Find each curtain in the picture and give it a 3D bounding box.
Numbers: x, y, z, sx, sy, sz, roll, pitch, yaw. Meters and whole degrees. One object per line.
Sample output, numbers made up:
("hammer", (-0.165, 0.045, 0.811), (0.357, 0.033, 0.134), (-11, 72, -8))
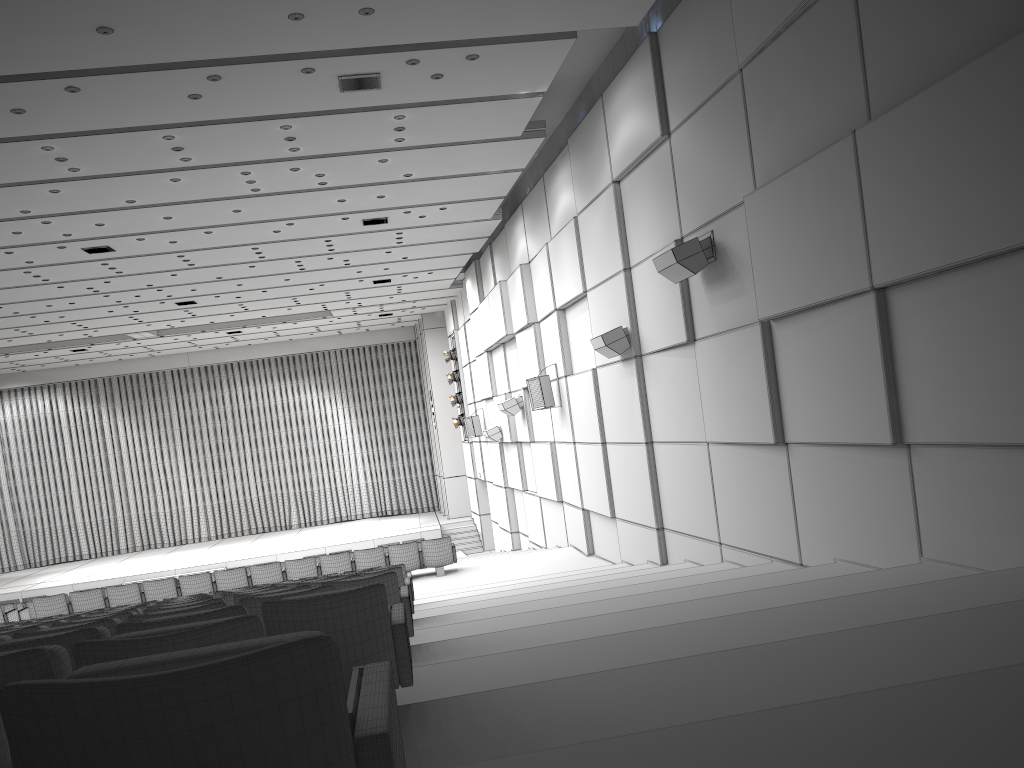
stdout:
("curtain", (-10.649, 2.300, 31.200), (16.112, 6.530, 1.429), (-7, 2, -7))

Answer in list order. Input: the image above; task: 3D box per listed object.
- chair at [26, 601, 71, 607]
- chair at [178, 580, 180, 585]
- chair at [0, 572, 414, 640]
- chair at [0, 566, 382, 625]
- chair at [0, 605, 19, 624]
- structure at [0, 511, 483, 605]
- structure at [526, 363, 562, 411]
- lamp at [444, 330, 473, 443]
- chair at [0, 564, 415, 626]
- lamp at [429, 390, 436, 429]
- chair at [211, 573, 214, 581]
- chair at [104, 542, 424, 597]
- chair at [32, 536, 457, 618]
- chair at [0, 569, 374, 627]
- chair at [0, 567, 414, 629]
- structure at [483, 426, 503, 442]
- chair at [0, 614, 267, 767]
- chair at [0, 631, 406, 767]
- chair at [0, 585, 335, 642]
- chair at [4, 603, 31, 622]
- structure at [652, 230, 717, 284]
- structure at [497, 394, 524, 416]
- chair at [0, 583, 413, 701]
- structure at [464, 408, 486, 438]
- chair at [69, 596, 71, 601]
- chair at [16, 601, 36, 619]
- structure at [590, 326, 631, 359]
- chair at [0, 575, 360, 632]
("chair", (-12.605, 5.262, 18.820), (6.043, 0.622, 0.612), (-7, 0, -7))
("chair", (-4.523, 3.843, 17.612), (6.043, 0.622, 0.612), (-7, 0, -7))
("chair", (-7.438, 2.386, 5.111), (13.734, 0.622, 0.612), (-7, 0, -7))
("chair", (-8.063, 3.436, 10.587), (13.185, 0.622, 0.612), (-7, 0, -7))
("chair", (-12.263, 4.636, 15.530), (6.592, 0.622, 0.612), (-7, 0, -7))
("structure", (-9.722, 5.780, 28.210), (17.799, 0.846, 8.324), (-7, -2, -7))
("structure", (0.537, 0.056, 14.896), (0.410, 0.745, 0.408), (-7, 1, 40))
("lamp", (-1.527, 0.098, 26.307), (0.754, 3.345, 1.022), (-8, 2, -12))
("chair", (-7.917, 3.224, 9.495), (13.734, 0.622, 0.612), (-7, 0, -7))
("lamp", (-2.415, 0.836, 28.784), (0.436, 1.480, 0.385), (-8, 2, -11))
("chair", (-4.421, 3.636, 16.513), (6.592, 0.622, 0.612), (-7, 0, -7))
("chair", (-4.284, 3.424, 15.420), (6.043, 0.622, 0.612), (-7, 0, -7))
("chair", (-4.181, 3.217, 14.322), (6.593, 0.622, 0.612), (-7, 0, -7))
("chair", (-7.824, 3.018, 8.395), (13.185, 0.622, 0.612), (-7, 0, -7))
("chair", (-7.678, 2.805, 7.303), (13.734, 0.622, 0.612), (-7, 0, -7))
("structure", (-0.396, 1.127, 20.450), (0.470, 0.418, 0.520), (-7, -1, -10))
("chair", (-7.106, 1.762, 1.819), (13.185, 0.622, 0.612), (-7, 0, -7))
("chair", (-6.960, 1.549, 0.727), (13.734, 0.622, 0.612), (-7, 0, -7))
("chair", (-7.345, 2.180, 4.011), (13.185, 0.622, 0.612), (-7, 0, -7))
("chair", (-12.365, 4.843, 16.628), (6.043, 0.622, 0.612), (-7, 0, -7))
("structure", (1.712, -1.247, 8.779), (0.470, 0.418, 0.520), (-7, -1, -12))
("structure", (-0.017, 0.439, 17.939), (0.470, 0.418, 0.521), (-7, -1, -12))
("chair", (-7.199, 1.968, 2.919), (13.734, 0.622, 0.612), (-7, 0, -7))
("structure", (-0.961, 1.024, 23.163), (0.410, 0.745, 0.408), (-7, 1, 40))
("chair", (-12.741, 5.473, 19.914), (6.592, 0.622, 0.612), (-7, 0, -7))
("chair", (-12.502, 5.055, 17.722), (6.592, 0.622, 0.612), (-7, 0, -7))
("structure", (1.297, -0.555, 11.280), (0.470, 0.418, 0.520), (-7, -1, -10))
("chair", (-7.584, 2.599, 6.203), (13.185, 0.622, 0.612), (-7, 0, -7))
